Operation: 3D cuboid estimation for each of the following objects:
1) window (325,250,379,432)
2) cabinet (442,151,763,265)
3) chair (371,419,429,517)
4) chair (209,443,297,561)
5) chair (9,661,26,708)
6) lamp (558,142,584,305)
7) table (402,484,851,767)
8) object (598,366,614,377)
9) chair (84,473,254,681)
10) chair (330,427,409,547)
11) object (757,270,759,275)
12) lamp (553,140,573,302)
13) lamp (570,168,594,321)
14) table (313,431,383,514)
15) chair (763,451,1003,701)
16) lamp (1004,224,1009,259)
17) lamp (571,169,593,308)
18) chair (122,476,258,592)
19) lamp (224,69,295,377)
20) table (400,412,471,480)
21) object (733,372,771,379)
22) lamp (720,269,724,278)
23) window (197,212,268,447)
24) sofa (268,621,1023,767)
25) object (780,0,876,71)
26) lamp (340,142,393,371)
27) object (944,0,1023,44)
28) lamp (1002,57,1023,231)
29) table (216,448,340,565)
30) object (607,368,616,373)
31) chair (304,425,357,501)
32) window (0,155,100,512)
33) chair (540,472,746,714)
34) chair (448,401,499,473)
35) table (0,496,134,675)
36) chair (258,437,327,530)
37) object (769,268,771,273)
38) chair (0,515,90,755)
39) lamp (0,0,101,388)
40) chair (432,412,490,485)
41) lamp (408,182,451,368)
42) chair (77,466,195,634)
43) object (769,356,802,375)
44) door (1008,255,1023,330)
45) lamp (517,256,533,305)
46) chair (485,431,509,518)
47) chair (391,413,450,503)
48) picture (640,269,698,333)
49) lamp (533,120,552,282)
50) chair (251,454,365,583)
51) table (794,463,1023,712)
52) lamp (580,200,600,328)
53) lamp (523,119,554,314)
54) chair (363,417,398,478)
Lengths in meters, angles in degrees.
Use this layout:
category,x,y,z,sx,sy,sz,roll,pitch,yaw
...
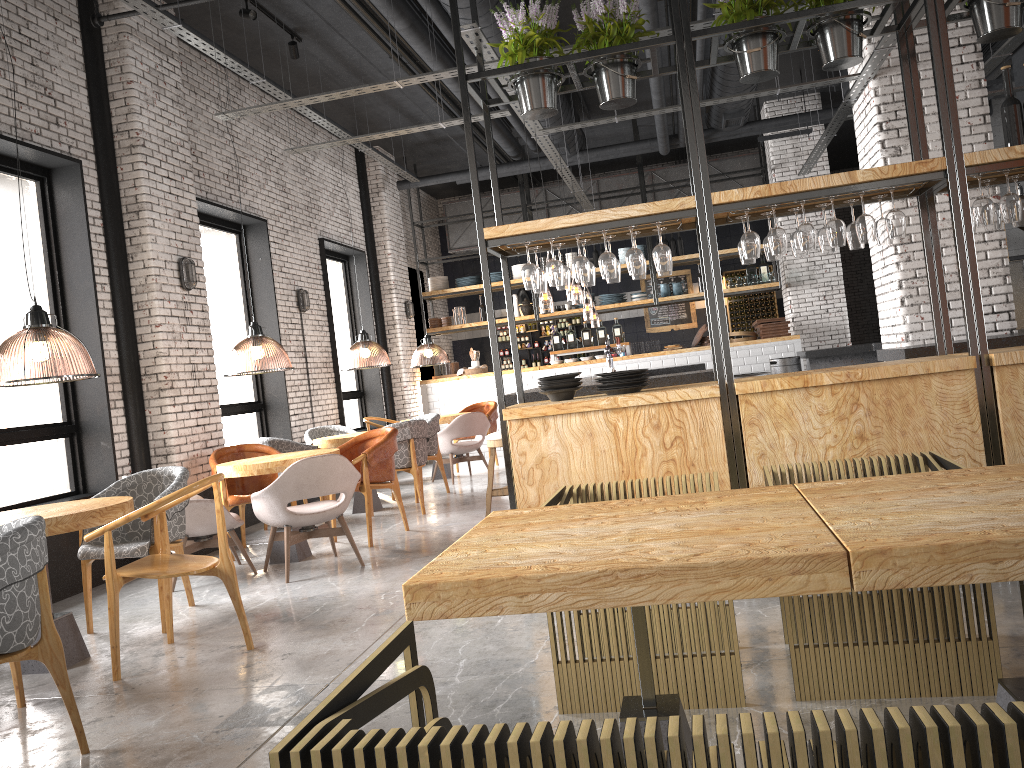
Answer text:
category,x,y,z,sx,sy,sz,roll,pitch,yaw
window,-2.428,-0.588,12.650,0.365,2.697,1.535,-7,0,11
cabinet,1.707,-2.903,16.508,5.860,1.769,0.682,-7,0,11
chair,-1.077,0.826,8.716,0.682,0.929,0.643,-7,0,-34
chair,-2.202,0.973,7.521,0.682,0.929,0.643,-7,0,-36
chair,-2.593,1.054,3.810,0.681,0.929,0.644,-7,0,11
lamp,0.502,-1.436,7.920,0.108,1.462,0.108,-7,-1,-17
table,0.370,0.777,2.471,0.996,0.763,1.000,-7,0,11
object,1.135,-0.153,10.453,0.200,0.106,0.767,-7,1,11
chair,-1.675,0.941,4.499,0.643,0.921,0.612,-7,0,3
chair,-1.168,0.849,7.410,0.644,0.929,0.680,-7,0,-41
object,4.593,-2.090,16.525,0.079,0.079,0.284,-7,0,11
lamp,0.492,-1.592,8.554,0.108,1.599,0.108,-7,-1,43
lamp,0.705,-1.453,9.225,0.108,1.599,0.108,-7,-1,-7
table,-1.546,0.923,9.210,0.933,0.810,0.931,-7,0,-31
chair,1.312,0.673,3.247,0.656,0.730,0.639,-7,0,14
lamp,3.973,-1.776,7.419,0.127,1.547,0.127,-7,-1,11
lamp,0.754,-1.635,9.879,0.108,1.599,0.108,-7,-1,43
chair,-2.384,1.038,6.523,0.803,0.850,0.770,-7,0,-29
lamp,-2.115,-1.282,6.942,0.537,2.406,0.536,-6,-1,-37
table,-0.945,0.829,11.542,0.933,0.810,0.931,-7,0,-36
object,1.653,0.450,6.100,0.398,1.035,0.399,-6,-1,-43
lamp,3.733,-2.455,16.668,0.390,0.937,0.390,-7,0,14
window,-3.050,-0.484,9.508,0.365,2.697,1.535,-7,0,11
sofa,0.635,0.772,1.396,1.805,0.730,0.640,-7,0,11
object,1.757,-2.011,4.818,0.467,0.559,0.416,-7,0,-21
lamp,-1.655,-1.359,9.266,0.537,2.406,0.536,-6,-1,-37
object,2.521,-2.102,4.653,0.467,0.559,0.416,-7,0,19
lamp,3.838,-1.831,6.782,0.127,1.395,0.127,-7,-1,11
table,-1.765,0.971,6.896,0.933,0.810,0.931,-7,0,-31
object,1.059,-0.129,9.625,0.091,0.091,0.177,-7,0,-14
chair,-1.955,0.922,9.854,0.682,0.929,0.643,-7,0,-34
window,-3.671,-0.380,6.369,0.365,2.697,1.535,-7,0,11
chair,0.506,0.769,3.393,0.656,0.730,0.639,-7,0,12
chair,-0.405,0.715,12.057,0.680,0.929,0.644,-7,0,34
table,-2.434,1.072,4.624,0.933,0.810,0.931,-7,0,-31
chair,-2.229,0.964,8.892,0.644,0.929,0.680,-7,0,-34
object,4.780,-2.113,16.508,0.079,0.079,0.284,-7,0,11
chair,-1.911,0.978,3.171,0.644,0.929,0.680,-7,0,-29
lamp,-2.575,-1.205,4.619,0.537,2.406,0.536,-6,-1,-37
chair,-0.622,0.784,10.977,0.771,0.850,0.801,-7,0,-29
lamp,-1.205,-1.434,11.539,0.537,2.406,0.536,-6,-1,-37
chair,-2.185,0.991,5.370,0.680,0.929,0.644,-7,0,21
object,3.463,0.185,11.062,0.398,1.035,0.399,-6,-1,-43
door,7.331,-0.839,13.426,1.119,2.103,0.158,-7,-1,11
lamp,0.189,-2.034,17.409,0.390,0.937,0.390,-7,0,14
chair,0.018,0.752,6.738,0.481,0.806,0.438,-7,0,-30
chair,-1.003,0.808,9.735,0.644,0.929,0.680,-7,0,-34
picture,3.025,-1.592,17.149,0.980,1.142,0.020,-7,-1,11
lamp,0.247,-1.651,7.381,0.108,1.599,0.108,-7,-1,43
chair,-1.442,0.926,6.332,0.771,0.850,0.801,-7,0,-29
table,1.346,0.661,2.276,0.996,0.763,1.000,-7,0,11
lamp,0.892,-1.457,10.455,0.108,1.599,0.108,-7,-1,43
lamp,0.178,-1.338,6.848,0.108,1.599,0.108,-7,-1,43
chair,-1.665,0.873,11.778,0.643,0.921,0.613,-7,0,18
